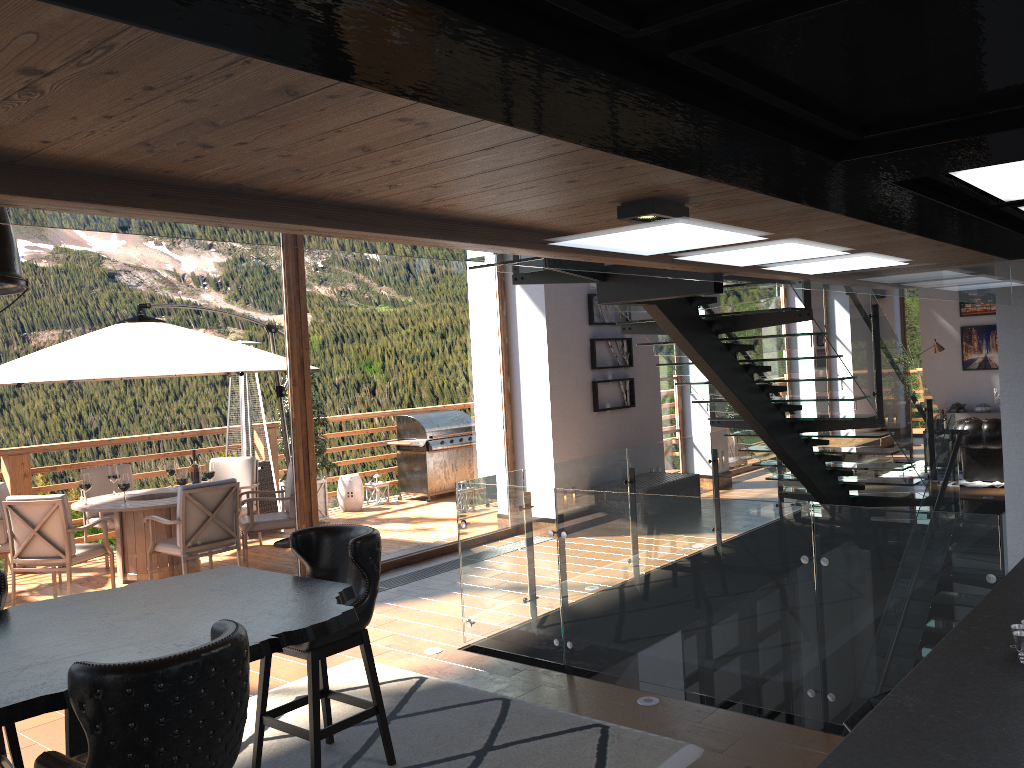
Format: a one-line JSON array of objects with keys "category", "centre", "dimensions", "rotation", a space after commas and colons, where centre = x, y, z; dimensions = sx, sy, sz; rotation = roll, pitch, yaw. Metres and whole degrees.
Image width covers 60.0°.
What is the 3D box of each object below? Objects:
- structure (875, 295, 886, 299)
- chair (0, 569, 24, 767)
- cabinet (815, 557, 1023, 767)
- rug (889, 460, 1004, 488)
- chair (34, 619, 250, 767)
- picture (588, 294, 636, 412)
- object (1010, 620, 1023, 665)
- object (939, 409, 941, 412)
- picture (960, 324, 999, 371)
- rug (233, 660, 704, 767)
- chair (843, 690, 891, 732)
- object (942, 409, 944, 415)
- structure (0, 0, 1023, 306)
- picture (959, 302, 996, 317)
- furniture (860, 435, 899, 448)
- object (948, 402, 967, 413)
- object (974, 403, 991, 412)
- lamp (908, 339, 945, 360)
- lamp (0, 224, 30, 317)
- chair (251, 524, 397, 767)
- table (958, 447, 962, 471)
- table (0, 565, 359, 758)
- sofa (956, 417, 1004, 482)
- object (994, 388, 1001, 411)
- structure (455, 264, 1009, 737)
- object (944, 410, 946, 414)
[{"category": "structure", "centre": [7.118, -1.836, 17.206], "dimensions": [0.211, 0.349, 0.216], "rotation": [-2, 1, 40]}, {"category": "chair", "centre": [-2.260, 1.333, 3.545], "dimensions": [0.510, 1.092, 0.561], "rotation": [-4, 1, -41]}, {"category": "cabinet", "centre": [0.549, 1.231, 0.855], "dimensions": [0.878, 1.103, 4.860], "rotation": [-2, 1, 40]}, {"category": "rug", "centre": [5.934, 1.221, 12.509], "dimensions": [3.762, 0.053, 2.462], "rotation": [-2, 2, 41]}, {"category": "chair", "centre": [-1.034, 1.280, 2.594], "dimensions": [0.561, 1.092, 0.510], "rotation": [-2, 1, 39]}, {"category": "picture", "centre": [1.145, -0.364, 10.129], "dimensions": [0.058, 1.312, 0.783], "rotation": [-3, 1, 40]}, {"category": "object", "centre": [1.208, 0.394, 1.936], "dimensions": [0.223, 0.452, 0.228], "rotation": [-2, 1, 40]}, {"category": "object", "centre": [6.050, 0.494, 12.510], "dimensions": [0.088, 0.286, 0.086], "rotation": [-4, 1, -40]}, {"category": "picture", "centre": [8.642, -0.663, 16.108], "dimensions": [0.869, 0.816, 0.036], "rotation": [-2, 1, 40]}, {"category": "rug", "centre": [-1.852, 1.867, 2.743], "dimensions": [2.521, 0.047, 5.701], "rotation": [-2, 2, 40]}, {"category": "chair", "centre": [1.149, 1.298, 2.310], "dimensions": [0.463, 0.839, 0.545], "rotation": [-2, 1, 40]}, {"category": "object", "centre": [6.039, 0.496, 12.412], "dimensions": [0.087, 0.286, 0.088], "rotation": [-3, 1, 18]}, {"category": "structure", "centre": [0.592, -0.381, 0.978], "dimensions": [0.702, 0.476, 3.290], "rotation": [-2, 1, 40]}, {"category": "picture", "centre": [8.589, -1.657, 16.098], "dimensions": [0.869, 0.816, 0.036], "rotation": [-2, 1, 40]}, {"category": "furniture", "centre": [5.069, 1.054, 13.480], "dimensions": [1.161, 0.436, 2.793], "rotation": [-2, 2, 40]}, {"category": "object", "centre": [8.163, 0.427, 16.209], "dimensions": [0.227, 0.183, 0.404], "rotation": [-3, 1, -6]}, {"category": "object", "centre": [8.477, 0.428, 15.974], "dimensions": [0.277, 0.160, 0.262], "rotation": [-2, 1, 42]}, {"category": "lamp", "centre": [7.171, 0.163, 15.864], "dimensions": [1.336, 1.898, 0.522], "rotation": [-3, 1, -29]}, {"category": "lamp", "centre": [-2.006, -2.501, 2.797], "dimensions": [0.623, 4.684, 0.620], "rotation": [-3, 1, -5]}, {"category": "chair", "centre": [-0.862, 1.238, 4.089], "dimensions": [0.498, 1.092, 0.575], "rotation": [-2, 1, 39]}, {"category": "table", "centre": [6.034, 0.940, 12.433], "dimensions": [0.400, 0.609, 0.422], "rotation": [-2, 1, 40]}, {"category": "table", "centre": [-2.132, 1.431, 2.526], "dimensions": [1.412, 0.949, 3.843], "rotation": [-2, 1, 40]}, {"category": "sofa", "centre": [6.855, 0.811, 11.065], "dimensions": [2.535, 0.838, 1.255], "rotation": [-2, 1, 39]}, {"category": "object", "centre": [8.685, 0.243, 15.674], "dimensions": [0.258, 0.532, 0.429], "rotation": [-3, 1, 9]}, {"category": "structure", "centre": [-0.080, 1.279, 7.838], "dimensions": [9.099, 6.397, 11.162], "rotation": [-2, 1, 40]}, {"category": "object", "centre": [6.021, 0.500, 12.314], "dimensions": [0.087, 0.286, 0.088], "rotation": [-3, 1, 17]}]
